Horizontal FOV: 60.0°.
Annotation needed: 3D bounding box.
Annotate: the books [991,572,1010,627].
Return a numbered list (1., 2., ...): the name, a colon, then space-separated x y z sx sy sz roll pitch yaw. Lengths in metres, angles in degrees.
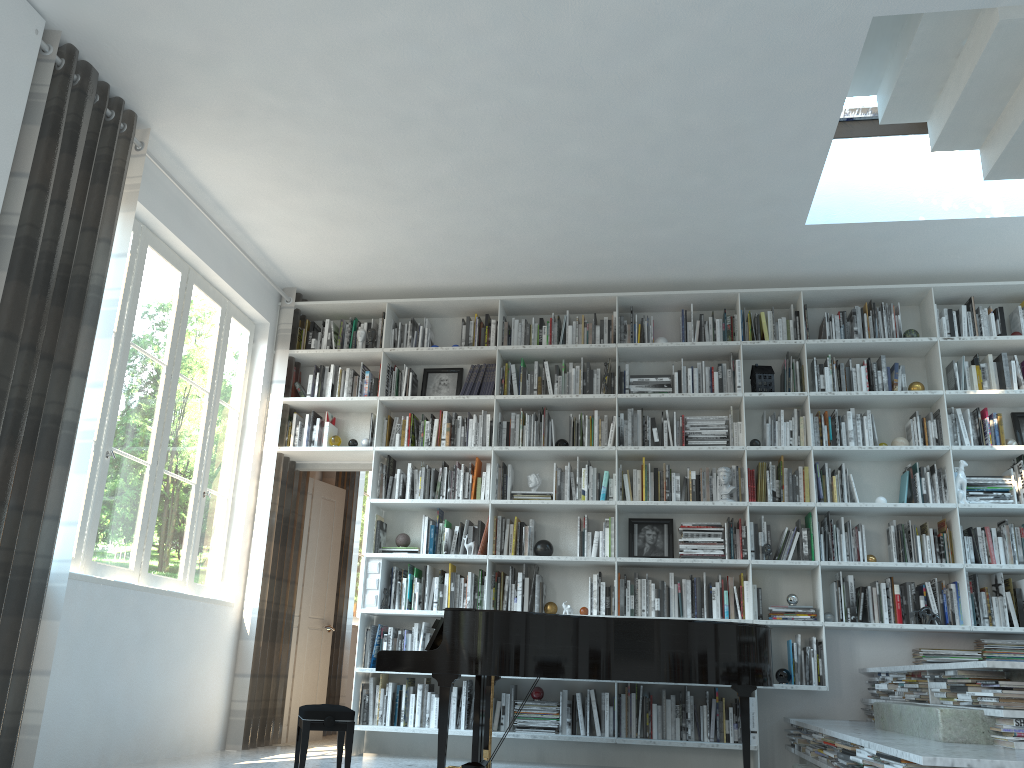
1. books: 3.008 1.340 5.467 0.014 0.332 0.169 -1 -18 9

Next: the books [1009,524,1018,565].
1. books: 3.102 1.019 5.537 0.012 0.261 0.187 -1 -18 9

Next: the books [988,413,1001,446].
1. books: 3.129 0.331 5.774 0.021 0.252 0.167 -1 -18 9

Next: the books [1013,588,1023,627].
1. books: 3.090 1.384 5.443 0.031 0.238 0.172 -1 -18 9

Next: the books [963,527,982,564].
1. books: 2.893 1.035 5.579 0.047 0.243 0.178 -1 -18 9

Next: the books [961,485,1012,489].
1. books: 3.025 0.672 5.689 0.285 0.012 0.160 -1 -19 11

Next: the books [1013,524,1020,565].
1. books: 3.128 1.021 5.554 0.011 0.271 0.152 -1 -18 9

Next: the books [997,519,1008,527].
1. books: 3.093 1.007 5.561 0.013 0.298 0.148 -1 -18 9

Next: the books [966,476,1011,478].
1. books: 3.027 0.615 5.707 0.285 0.012 0.160 -1 -19 11

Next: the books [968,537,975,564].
1. books: 2.866 1.064 5.577 0.022 0.183 0.163 -1 -18 9

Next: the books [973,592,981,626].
1. books: 2.858 1.405 5.493 0.033 0.212 0.140 -1 -18 9

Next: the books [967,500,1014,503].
1. books: 3.017 0.762 5.653 0.285 0.012 0.160 -2 -19 14

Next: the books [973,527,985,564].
1. books: 2.930 1.036 5.584 0.024 0.246 0.144 -1 -18 9

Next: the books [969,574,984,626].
1. books: 2.882 1.350 5.505 0.013 0.326 0.131 -1 -18 9

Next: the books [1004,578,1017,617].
1. books: 3.074 1.359 5.473 0.010 0.303 0.132 -1 -18 9

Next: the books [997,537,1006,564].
1. books: 3.030 1.061 5.544 0.027 0.181 0.187 -1 -18 9

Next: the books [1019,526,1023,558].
1. books: 3.163 1.026 5.529 0.014 0.248 0.177 -1 -18 9

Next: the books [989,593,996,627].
1. books: 2.934 1.402 5.469 0.025 0.209 0.137 -1 -18 9

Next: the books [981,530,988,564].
1. books: 2.944 1.043 5.566 0.011 0.222 0.163 -1 -18 9

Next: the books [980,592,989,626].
1. books: 2.896 1.400 5.475 0.023 0.213 0.164 -1 -18 9

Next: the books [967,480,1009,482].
1. books: 3.026 0.638 5.699 0.254 0.012 0.161 -1 -19 11

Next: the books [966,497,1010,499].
1. books: 3.019 0.741 5.667 0.254 0.012 0.161 -1 -19 11

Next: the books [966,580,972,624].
1. books: 2.807 1.368 5.503 0.012 0.285 0.158 -1 -18 9

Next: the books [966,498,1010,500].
1. books: 3.018 0.751 5.659 0.254 0.012 0.161 -2 -19 13

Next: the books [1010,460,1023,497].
1. books: 3.227 0.652 5.639 0.011 0.299 0.184 -1 -18 9

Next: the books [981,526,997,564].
1. books: 2.970 1.030 5.561 0.045 0.245 0.186 -1 -18 9

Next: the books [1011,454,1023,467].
1. books: 3.238 0.633 5.642 0.010 0.338 0.180 -1 -18 9

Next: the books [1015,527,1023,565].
1. books: 3.146 1.034 5.550 0.026 0.245 0.166 -1 -18 9

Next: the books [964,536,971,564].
1. books: 2.844 1.064 5.583 0.023 0.186 0.160 -1 -18 9

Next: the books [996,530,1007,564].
1. books: 3.052 1.041 5.558 0.012 0.228 0.179 -1 -18 9

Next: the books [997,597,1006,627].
1. books: 2.987 1.411 5.451 0.024 0.184 0.149 -1 -18 9

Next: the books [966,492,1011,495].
1. books: 3.020 0.716 5.668 0.254 0.012 0.161 1 -18 4

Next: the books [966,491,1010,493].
1. books: 3.022 0.708 5.682 0.254 0.012 0.161 -1 -18 9

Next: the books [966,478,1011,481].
1. books: 3.027 0.626 5.703 0.285 0.012 0.160 0 -18 7

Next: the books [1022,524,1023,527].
1. books: 3.244 1.007 5.526 0.026 0.289 0.182 -1 -18 9

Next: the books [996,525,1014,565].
1. books: 3.069 1.022 5.537 0.028 0.254 0.192 -1 -18 9

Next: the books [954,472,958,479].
1. books: 2.828 0.694 5.688 0.027 0.220 0.185 -1 -18 9

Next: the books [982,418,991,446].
1. books: 3.063 0.349 5.763 0.013 0.206 0.190 -1 -18 9

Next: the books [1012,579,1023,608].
1. books: 3.137 1.346 5.403 0.075 0.290 0.256 -1 -18 9

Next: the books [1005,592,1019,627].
1. books: 3.039 1.394 5.444 0.052 0.216 0.185 -1 -18 9

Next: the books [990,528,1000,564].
1. books: 3.007 1.038 5.569 0.026 0.238 0.177 -1 -18 9

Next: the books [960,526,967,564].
1. books: 2.830 1.036 5.607 0.012 0.253 0.161 -1 -18 9

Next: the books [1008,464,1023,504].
1. books: 3.220 0.668 5.663 0.012 0.284 0.160 -1 -18 9

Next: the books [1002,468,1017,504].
1. books: 3.174 0.680 5.656 0.012 0.253 0.161 -1 -18 9

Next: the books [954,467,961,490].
1. books: 2.860 0.681 5.719 0.028 0.266 0.138 -1 -18 9

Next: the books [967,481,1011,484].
1. books: 3.026 0.649 5.696 0.285 0.012 0.160 -1 -19 11

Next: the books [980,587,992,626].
1. books: 2.914 1.383 5.467 0.015 0.242 0.157 -1 -18 9

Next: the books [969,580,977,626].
1. books: 2.834 1.367 5.497 0.015 0.286 0.138 -1 -18 9

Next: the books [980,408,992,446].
1. books: 3.079 0.315 5.783 0.014 0.284 0.176 -1 -18 9

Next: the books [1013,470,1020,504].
1. books: 3.194 0.689 5.669 0.023 0.246 0.138 -1 -18 9

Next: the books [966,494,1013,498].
1. books: 3.021 0.730 5.671 0.285 0.012 0.160 0 -18 7

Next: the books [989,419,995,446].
1. books: 3.102 0.351 5.773 0.033 0.212 0.153 -1 -18 9

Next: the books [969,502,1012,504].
1. books: 3.017 0.774 5.652 0.254 0.012 0.161 1 -18 5

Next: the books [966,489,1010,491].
1. books: 3.023 0.693 5.675 0.254 0.012 0.161 -2 -19 14

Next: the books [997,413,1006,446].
1. books: 3.151 0.332 5.759 0.026 0.243 0.178 -1 -18 9

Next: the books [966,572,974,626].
1. books: 2.820 1.342 5.504 0.014 0.336 0.132 -1 -18 9

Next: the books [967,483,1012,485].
1. books: 3.024 0.658 5.685 0.285 0.012 0.160 1 -18 4

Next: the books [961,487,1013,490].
1. books: 3.024 0.682 5.683 0.285 0.012 0.160 0 -18 6

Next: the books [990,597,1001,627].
1. books: 2.961 1.413 5.462 0.030 0.187 0.140 -1 -18 9
